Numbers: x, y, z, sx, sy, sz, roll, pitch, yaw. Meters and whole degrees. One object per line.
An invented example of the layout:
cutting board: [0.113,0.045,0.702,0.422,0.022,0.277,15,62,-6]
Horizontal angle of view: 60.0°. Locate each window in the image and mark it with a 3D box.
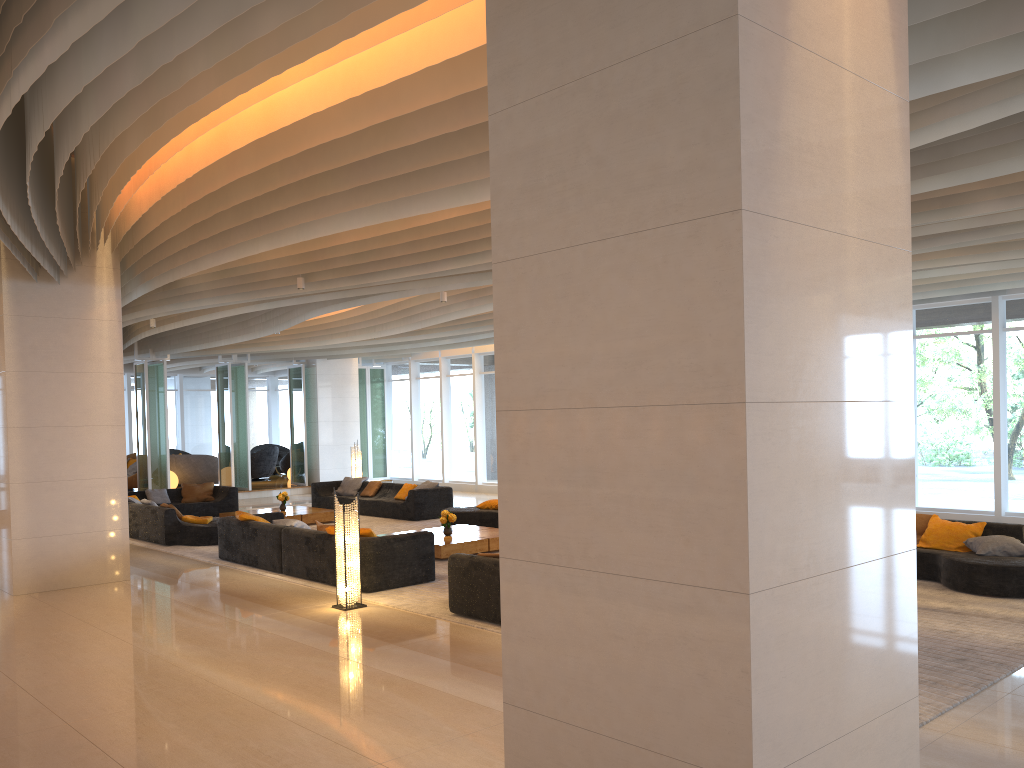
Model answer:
window: [0.728,0.645,17.149,54.068,3.222,22.311,-2,-2,12]

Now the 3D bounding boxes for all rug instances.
rug: [-1.052,2.360,12.803,5.605,0.022,15.950,1,-3,-42]

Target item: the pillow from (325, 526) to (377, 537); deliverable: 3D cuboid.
pillow: [-1.705,1.779,10.040,0.630,0.378,0.554,-2,-1,25]

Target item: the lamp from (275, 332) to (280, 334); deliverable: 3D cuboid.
lamp: [-4.324,-1.675,16.268,0.089,1.507,0.089,-1,1,2]

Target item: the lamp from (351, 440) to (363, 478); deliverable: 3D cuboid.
lamp: [-3.483,1.978,19.919,0.254,1.452,0.246,-2,1,-42]

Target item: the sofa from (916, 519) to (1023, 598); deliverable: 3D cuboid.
sofa: [4.168,1.838,10.226,1.359,0.582,4.117,0,-2,-35]

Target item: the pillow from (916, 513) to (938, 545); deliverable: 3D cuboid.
pillow: [4.490,1.659,10.078,0.376,0.374,0.566,-1,-1,-44]

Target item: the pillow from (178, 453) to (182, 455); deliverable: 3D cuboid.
pillow: [-9.921,2.266,26.191,0.368,0.422,0.612,-2,-1,21]

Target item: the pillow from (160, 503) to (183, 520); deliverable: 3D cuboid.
pillow: [-5.345,2.040,14.050,0.334,0.311,0.417,-1,-1,-41]

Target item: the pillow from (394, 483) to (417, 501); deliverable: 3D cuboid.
pillow: [-2.072,2.099,17.279,0.327,0.312,0.401,-1,-1,-40]

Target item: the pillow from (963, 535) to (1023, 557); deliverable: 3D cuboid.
pillow: [5.040,1.688,9.187,0.584,0.209,0.441,-2,-2,7]

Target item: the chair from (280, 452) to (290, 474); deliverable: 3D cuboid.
chair: [-6.459,2.374,27.545,1.543,1.006,1.117,0,-1,-40]

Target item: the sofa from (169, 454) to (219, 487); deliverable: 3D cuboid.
sofa: [-8.943,2.357,24.229,2.551,0.902,1.114,-2,-1,7]

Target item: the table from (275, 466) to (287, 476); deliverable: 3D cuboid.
table: [-7.058,2.763,28.330,1.097,0.318,0.805,0,-2,-36]

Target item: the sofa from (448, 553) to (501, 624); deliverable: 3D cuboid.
sofa: [0.260,1.862,8.372,1.377,0.577,2.215,0,-3,-42]

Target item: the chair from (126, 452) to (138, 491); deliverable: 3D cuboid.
chair: [-10.135,2.297,23.291,1.494,1.006,1.154,-2,-1,35]

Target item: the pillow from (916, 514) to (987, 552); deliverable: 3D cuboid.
pillow: [4.780,1.652,9.673,0.482,0.403,0.597,-1,-1,-35]

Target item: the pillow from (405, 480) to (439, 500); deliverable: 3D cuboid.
pillow: [-1.720,2.048,16.917,0.553,0.378,0.632,-1,-1,-20]

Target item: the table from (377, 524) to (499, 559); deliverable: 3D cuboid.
table: [-0.841,2.232,12.565,1.627,0.220,1.574,1,-3,-42]

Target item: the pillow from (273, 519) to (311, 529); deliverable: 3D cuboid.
pillow: [-2.765,1.913,11.313,0.427,0.377,0.577,-1,-1,-40]

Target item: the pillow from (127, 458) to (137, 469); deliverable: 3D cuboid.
pillow: [-10.004,2.163,23.504,0.598,0.422,0.376,-2,-1,26]

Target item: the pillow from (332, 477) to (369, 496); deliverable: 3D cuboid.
pillow: [-3.432,2.162,18.791,0.630,0.378,0.554,-2,-1,25]

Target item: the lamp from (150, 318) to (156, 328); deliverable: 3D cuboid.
lamp: [-5.993,-1.694,14.739,0.089,1.507,0.089,-1,1,2]

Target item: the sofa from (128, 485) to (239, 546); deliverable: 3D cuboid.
sofa: [-5.542,2.257,15.894,2.872,0.653,5.003,1,-3,-42]

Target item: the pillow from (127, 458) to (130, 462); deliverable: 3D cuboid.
pillow: [-10.408,2.189,23.466,0.618,0.455,0.474,-2,-1,9]

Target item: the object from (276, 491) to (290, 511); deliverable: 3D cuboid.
object: [-4.261,2.170,16.507,0.237,0.377,0.264,-1,0,-10]

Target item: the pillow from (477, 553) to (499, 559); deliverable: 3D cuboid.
pillow: [0.017,1.698,8.129,0.404,0.392,0.595,-1,-1,-40]

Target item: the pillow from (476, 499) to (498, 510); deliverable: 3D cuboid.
pillow: [-0.334,2.060,15.117,0.445,0.193,0.590,-2,-2,13]

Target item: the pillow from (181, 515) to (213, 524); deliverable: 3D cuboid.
pillow: [-4.958,2.131,13.988,0.412,0.136,0.414,-1,-2,-9]

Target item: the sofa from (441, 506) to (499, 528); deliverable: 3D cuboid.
sofa: [0.461,2.077,14.077,1.374,0.583,4.074,0,-3,-44]

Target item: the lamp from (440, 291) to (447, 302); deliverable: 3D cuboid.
lamp: [-0.980,-1.905,12.439,0.088,1.507,0.090,-1,1,21]

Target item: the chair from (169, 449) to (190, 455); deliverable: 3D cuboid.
chair: [-9.695,2.395,26.085,1.120,1.006,1.540,-2,-1,30]

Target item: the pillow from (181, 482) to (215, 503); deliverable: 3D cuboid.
pillow: [-6.393,2.205,18.056,0.645,0.378,0.541,-1,-1,-21]

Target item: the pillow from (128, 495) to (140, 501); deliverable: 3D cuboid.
pillow: [-6.720,2.122,15.649,0.419,0.335,0.327,-2,-1,13]

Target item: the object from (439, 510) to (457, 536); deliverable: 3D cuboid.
object: [-0.899,1.928,12.381,0.239,0.377,0.263,-1,0,-20]

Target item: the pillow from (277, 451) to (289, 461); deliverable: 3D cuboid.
pillow: [-7.519,2.374,29.259,0.508,0.409,0.460,-1,-1,-15]

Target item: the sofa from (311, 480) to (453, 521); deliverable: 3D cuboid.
sofa: [-2.673,2.296,17.765,0.957,0.582,3.714,0,-2,-42]

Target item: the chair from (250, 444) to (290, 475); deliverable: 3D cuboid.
chair: [-7.804,2.465,29.038,1.540,1.006,1.120,-1,-1,-30]

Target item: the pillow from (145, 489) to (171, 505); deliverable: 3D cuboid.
pillow: [-6.986,2.225,17.491,0.414,0.312,0.316,-1,-1,-40]

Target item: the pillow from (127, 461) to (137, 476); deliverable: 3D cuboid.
pillow: [-9.823,2.190,23.130,0.471,0.409,0.495,-1,-1,-40]

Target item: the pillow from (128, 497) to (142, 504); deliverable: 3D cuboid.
pillow: [-6.530,2.114,15.373,0.641,0.377,0.555,-3,-2,43]

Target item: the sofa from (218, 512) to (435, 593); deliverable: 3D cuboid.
sofa: [-2.455,2.030,11.074,0.957,0.582,3.714,0,-2,-42]

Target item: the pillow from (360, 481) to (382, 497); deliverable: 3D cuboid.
pillow: [-2.885,2.153,18.169,0.327,0.312,0.401,-1,-1,-45]

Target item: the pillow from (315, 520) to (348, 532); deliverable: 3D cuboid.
pillow: [-2.076,1.829,10.557,0.451,0.410,0.591,-1,-1,-41]

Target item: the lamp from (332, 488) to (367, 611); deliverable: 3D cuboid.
lamp: [-1.637,1.627,8.836,0.254,1.199,0.246,-2,1,-42]

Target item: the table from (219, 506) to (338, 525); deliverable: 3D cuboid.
table: [-4.261,2.461,16.309,1.627,0.220,1.574,1,-3,-42]

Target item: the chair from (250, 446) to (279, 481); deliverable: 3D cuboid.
chair: [-7.498,2.343,26.097,1.124,1.006,1.534,-2,-1,20]

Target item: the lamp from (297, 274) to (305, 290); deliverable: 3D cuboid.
lamp: [-2.621,-1.924,10.924,0.087,1.507,0.090,-1,1,38]

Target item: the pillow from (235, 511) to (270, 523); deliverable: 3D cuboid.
pillow: [-3.417,1.894,11.914,0.553,0.378,0.632,-1,-1,-20]
